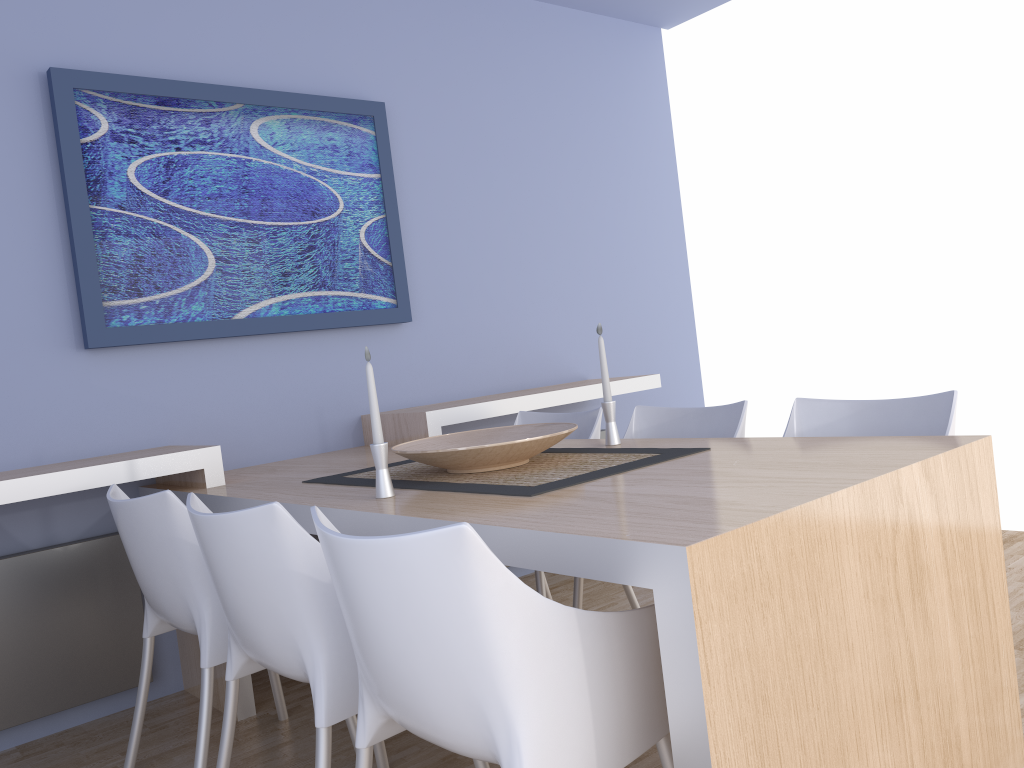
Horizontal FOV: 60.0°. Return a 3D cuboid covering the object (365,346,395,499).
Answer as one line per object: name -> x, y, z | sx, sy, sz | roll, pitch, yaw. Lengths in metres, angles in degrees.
object -> -0.311, 0.085, 2.024 | 0.045, 0.349, 0.045 | -7, 2, 2

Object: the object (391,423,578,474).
object -> -0.067, 0.177, 2.339 | 0.493, 0.081, 0.493 | -8, 2, -21

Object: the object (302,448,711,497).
object -> -0.058, 0.218, 2.341 | 0.594, 0.005, 0.986 | -9, 2, -40

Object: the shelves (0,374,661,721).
shelves -> -0.905, 0.604, 2.974 | 3.901, 0.840, 0.463 | -9, 2, -40

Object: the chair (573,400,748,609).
chair -> 0.465, 0.471, 2.649 | 0.486, 0.793, 0.510 | -8, 2, -39

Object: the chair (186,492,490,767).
chair -> -0.392, 0.600, 1.897 | 0.486, 0.793, 0.510 | -9, 2, -40

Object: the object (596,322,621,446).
object -> 0.266, -0.002, 2.511 | 0.045, 0.349, 0.045 | -9, 2, -40

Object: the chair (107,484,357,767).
chair -> -0.759, 0.631, 2.338 | 0.486, 0.793, 0.510 | -9, 2, -40

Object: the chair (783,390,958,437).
chair -> 0.846, 0.438, 2.193 | 0.486, 0.793, 0.510 | -9, 2, -40

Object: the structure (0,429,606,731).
structure -> -0.959, 0.691, 3.158 | 3.843, 0.503, 0.064 | -9, 2, -40

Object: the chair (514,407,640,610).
chair -> 0.090, 0.502, 3.100 | 0.486, 0.793, 0.510 | -9, 2, -40

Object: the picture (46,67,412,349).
picture -> -0.956, -0.632, 3.255 | 1.252, 0.901, 0.049 | -9, 2, -40

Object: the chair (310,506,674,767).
chair -> -0.024, 0.569, 1.457 | 0.486, 0.793, 0.510 | -9, 2, -40

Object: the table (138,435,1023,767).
table -> -0.089, 0.583, 2.429 | 1.002, 0.718, 2.340 | -9, 2, -40
